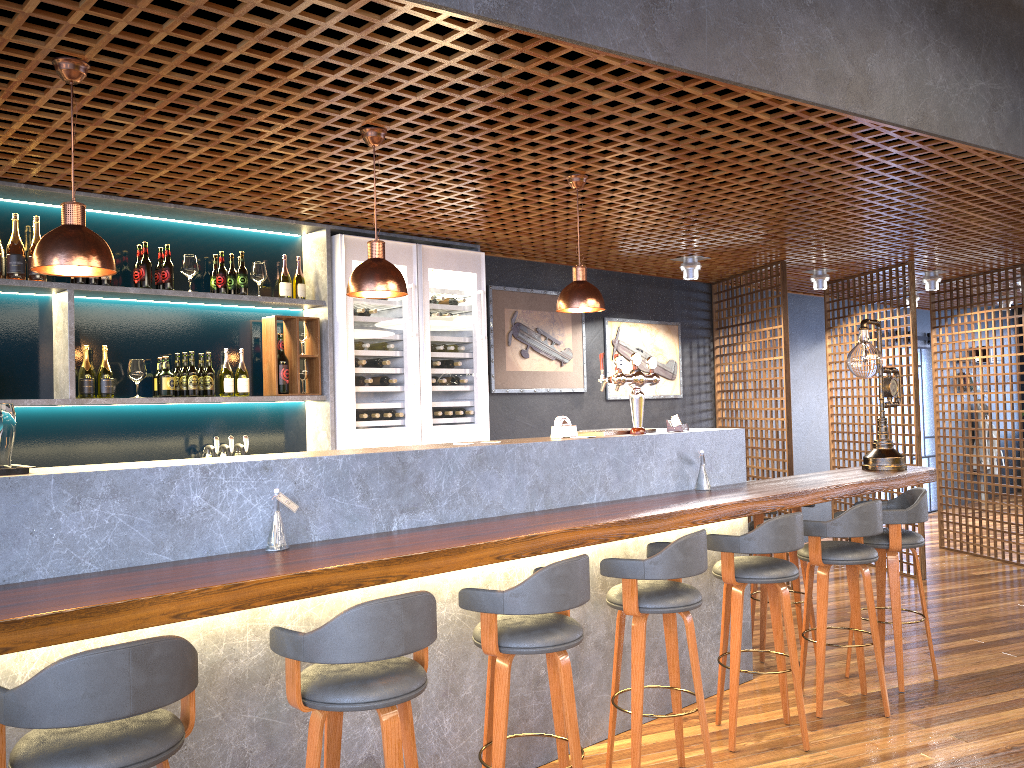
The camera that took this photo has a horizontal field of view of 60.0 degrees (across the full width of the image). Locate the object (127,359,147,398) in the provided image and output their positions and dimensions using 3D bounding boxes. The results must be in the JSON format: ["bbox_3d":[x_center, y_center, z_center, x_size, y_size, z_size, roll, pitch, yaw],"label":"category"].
[{"bbox_3d":[-1.995,-0.028,4.719,0.097,0.206,0.097,-2,-1,16],"label":"object"}]

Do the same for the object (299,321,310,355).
[{"bbox_3d":[-1.282,-0.276,5.417,0.097,0.206,0.097,-1,-1,-2],"label":"object"}]

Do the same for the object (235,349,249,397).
[{"bbox_3d":[-1.576,-0.066,5.176,0.079,0.281,0.079,-3,-2,41],"label":"object"}]

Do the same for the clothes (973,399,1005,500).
[{"bbox_3d":[6.866,0.949,12.761,0.401,1.494,0.423,-3,-2,43],"label":"clothes"}]

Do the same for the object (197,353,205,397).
[{"bbox_3d":[-1.770,-0.049,5.055,0.063,0.254,0.063,-1,-2,-35],"label":"object"}]

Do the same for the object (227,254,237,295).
[{"bbox_3d":[-1.629,-0.629,5.159,0.063,0.254,0.063,-2,-1,10],"label":"object"}]

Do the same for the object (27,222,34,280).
[{"bbox_3d":[-2.419,-0.664,4.507,0.084,0.330,0.084,-1,-2,-36],"label":"object"}]

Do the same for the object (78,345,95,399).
[{"bbox_3d":[-2.208,-0.062,4.600,0.079,0.281,0.079,0,-2,-39],"label":"object"}]

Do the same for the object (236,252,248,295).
[{"bbox_3d":[-1.550,-0.633,5.095,0.063,0.254,0.063,-1,-1,-15],"label":"object"}]

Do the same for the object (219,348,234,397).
[{"bbox_3d":[-1.646,-0.065,5.112,0.079,0.281,0.079,-2,-2,21],"label":"object"}]

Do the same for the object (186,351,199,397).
[{"bbox_3d":[-1.760,-0.053,4.878,0.063,0.254,0.063,0,-2,-40],"label":"object"}]

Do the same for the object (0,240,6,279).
[{"bbox_3d":[-2.537,-0.664,4.355,0.084,0.330,0.084,-1,-2,-36],"label":"object"}]

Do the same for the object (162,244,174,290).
[{"bbox_3d":[-1.873,-0.631,4.827,0.063,0.254,0.063,-2,-2,20],"label":"object"}]

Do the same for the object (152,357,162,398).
[{"bbox_3d":[-1.935,-0.034,4.887,0.088,0.224,0.088,-3,-2,42],"label":"object"}]

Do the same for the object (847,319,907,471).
[{"bbox_3d":[2.315,0.065,5.578,0.263,0.944,0.566,-3,-2,40],"label":"object"}]

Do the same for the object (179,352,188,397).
[{"bbox_3d":[-1.818,-0.050,4.933,0.063,0.254,0.063,-1,-1,-15],"label":"object"}]

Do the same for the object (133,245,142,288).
[{"bbox_3d":[-2.022,-0.627,4.817,0.063,0.254,0.063,-2,-1,10],"label":"object"}]

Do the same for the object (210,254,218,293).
[{"bbox_3d":[-1.723,-0.627,5.156,0.063,0.254,0.063,-1,-1,-15],"label":"object"}]

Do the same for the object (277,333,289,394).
[{"bbox_3d":[-1.384,-0.119,5.314,0.092,0.369,0.091,-2,-1,17],"label":"object"}]

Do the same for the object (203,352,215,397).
[{"bbox_3d":[-1.707,-0.052,5.000,0.063,0.254,0.063,-2,-1,10],"label":"object"}]

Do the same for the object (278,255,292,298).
[{"bbox_3d":[-1.378,-0.643,5.382,0.079,0.281,0.079,-1,-2,-34],"label":"object"}]

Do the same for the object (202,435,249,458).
[{"bbox_3d":[-1.648,0.544,5.095,0.310,0.492,0.204,0,-2,-42],"label":"object"}]

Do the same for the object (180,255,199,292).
[{"bbox_3d":[-1.785,-0.608,4.913,0.097,0.206,0.097,-2,-1,16],"label":"object"}]

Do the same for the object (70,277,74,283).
[{"bbox_3d":[-2.247,-0.613,4.572,0.056,0.227,0.056,0,-2,-41],"label":"object"}]

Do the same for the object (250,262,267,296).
[{"bbox_3d":[-1.486,-0.608,5.207,0.097,0.206,0.097,-2,-1,16],"label":"object"}]

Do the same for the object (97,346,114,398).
[{"bbox_3d":[-2.139,-0.062,4.662,0.079,0.281,0.079,-2,-2,26],"label":"object"}]

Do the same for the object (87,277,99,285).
[{"bbox_3d":[-2.161,-0.616,4.568,0.056,0.227,0.056,-2,-2,24],"label":"object"}]

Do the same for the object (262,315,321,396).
[{"bbox_3d":[-1.331,-0.165,5.363,0.300,0.475,0.161,0,-2,-43],"label":"object"}]

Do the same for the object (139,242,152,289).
[{"bbox_3d":[-1.958,-0.631,4.739,0.063,0.254,0.063,-3,-2,45],"label":"object"}]

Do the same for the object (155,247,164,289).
[{"bbox_3d":[-1.938,-0.628,4.895,0.063,0.254,0.063,-3,-2,35],"label":"object"}]

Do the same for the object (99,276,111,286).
[{"bbox_3d":[-2.115,-0.616,4.610,0.056,0.227,0.056,-3,-2,34],"label":"object"}]

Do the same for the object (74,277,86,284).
[{"bbox_3d":[-2.206,-0.616,4.527,0.056,0.227,0.056,-2,-1,9],"label":"object"}]

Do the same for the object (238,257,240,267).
[{"bbox_3d":[-1.611,-0.627,5.262,0.063,0.254,0.063,-1,-2,-35],"label":"object"}]

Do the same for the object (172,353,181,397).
[{"bbox_3d":[-1.880,-0.047,4.989,0.063,0.254,0.063,-2,-1,10],"label":"object"}]

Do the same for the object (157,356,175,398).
[{"bbox_3d":[-1.873,-0.038,4.796,0.088,0.224,0.088,-2,-1,17],"label":"object"}]

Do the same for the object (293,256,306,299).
[{"bbox_3d":[-1.308,-0.644,5.446,0.079,0.281,0.079,-2,-1,16],"label":"object"}]

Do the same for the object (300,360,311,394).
[{"bbox_3d":[-1.275,-0.042,5.411,0.097,0.206,0.097,-1,-1,-2],"label":"object"}]

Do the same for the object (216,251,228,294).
[{"bbox_3d":[-1.661,-0.631,5.075,0.063,0.254,0.063,-2,-1,0],"label":"object"}]
